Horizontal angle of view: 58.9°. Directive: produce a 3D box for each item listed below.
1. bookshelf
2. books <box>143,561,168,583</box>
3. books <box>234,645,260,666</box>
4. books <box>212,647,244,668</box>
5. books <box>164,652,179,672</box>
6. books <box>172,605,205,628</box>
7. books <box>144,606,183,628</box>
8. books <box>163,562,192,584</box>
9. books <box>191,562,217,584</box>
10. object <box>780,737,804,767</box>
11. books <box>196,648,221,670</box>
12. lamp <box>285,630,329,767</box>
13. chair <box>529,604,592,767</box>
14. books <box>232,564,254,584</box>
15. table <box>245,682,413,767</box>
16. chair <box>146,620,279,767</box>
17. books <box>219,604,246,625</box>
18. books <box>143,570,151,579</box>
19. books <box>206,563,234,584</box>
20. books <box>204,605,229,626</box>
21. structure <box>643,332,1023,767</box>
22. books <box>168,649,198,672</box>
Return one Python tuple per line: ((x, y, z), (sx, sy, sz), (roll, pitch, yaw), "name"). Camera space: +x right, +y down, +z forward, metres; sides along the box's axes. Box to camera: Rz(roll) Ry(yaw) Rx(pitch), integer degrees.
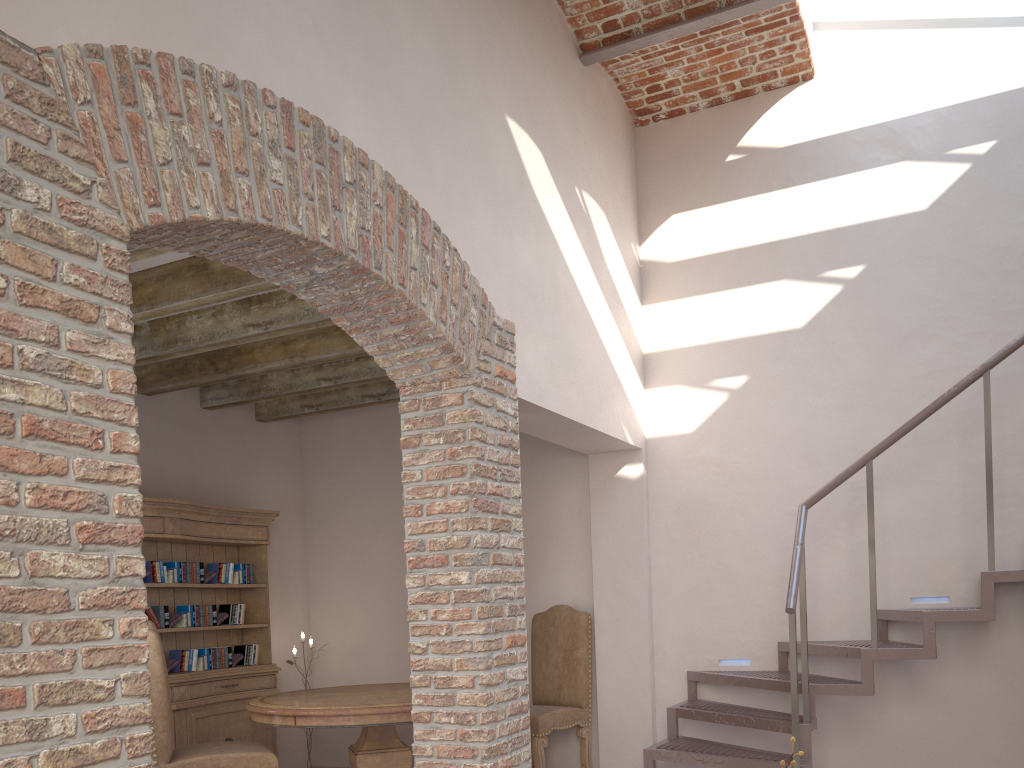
((-2.240, 1.749, 5.783), (0.485, 1.970, 2.068), (-2, -6, 27), "bookshelf")
((-2.280, 1.202, 5.779), (0.122, 0.145, 0.137), (-5, -6, 26), "books")
((-1.899, 1.941, 6.489), (0.122, 0.147, 0.166), (-5, -7, 26), "books")
((-1.984, 1.905, 6.324), (0.122, 0.144, 0.231), (-5, -10, 26), "books")
((-2.251, 1.788, 5.807), (0.122, 0.144, 0.231), (-5, -10, 26), "books")
((-2.147, 1.544, 6.025), (0.135, 0.142, 0.186), (-5, -9, 25), "books")
((-2.255, 1.497, 5.814), (0.122, 0.143, 0.298), (-5, -11, 26), "books")
((-2.202, 1.238, 5.934), (0.135, 0.142, 0.186), (-5, -9, 25), "books")
((-2.107, 1.280, 6.115), (0.122, 0.144, 0.231), (-5, -10, 26), "books")
((0.447, 1.019, 1.843), (0.368, 0.592, 0.302), (-3, -2, 21), "object")
((-2.079, 1.863, 6.143), (0.135, 0.142, 0.186), (-5, -9, 25), "books")
((-1.516, 2.427, 6.905), (0.342, 1.120, 0.233), (-2, 1, -30), "lamp")
((0.170, 2.100, 6.090), (0.543, 1.233, 0.650), (-3, -2, 41), "chair")
((-1.935, 1.355, 6.451), (0.135, 0.142, 0.186), (-5, -9, 25), "books")
((-0.797, 2.236, 5.469), (1.517, 0.732, 1.563), (-3, -11, 2), "table")
((-1.571, 1.827, 4.715), (0.646, 1.233, 0.545), (-1, -2, -24), "chair")
((-1.967, 1.621, 6.371), (0.122, 0.147, 0.166), (-5, -7, 26), "books")
((-2.360, 1.168, 5.624), (0.122, 0.144, 0.231), (-5, -10, 26), "books")
((-2.022, 1.315, 6.280), (0.122, 0.147, 0.166), (-5, -7, 26), "books")
((-2.052, 1.585, 6.206), (0.122, 0.144, 0.231), (-5, -10, 26), "books")
((1.159, 0.054, 1.943), (3.774, 3.161, 7.374), (-6, -12, 26), "structure")
((-2.165, 1.824, 5.972), (0.122, 0.147, 0.166), (-5, -7, 26), "books")
